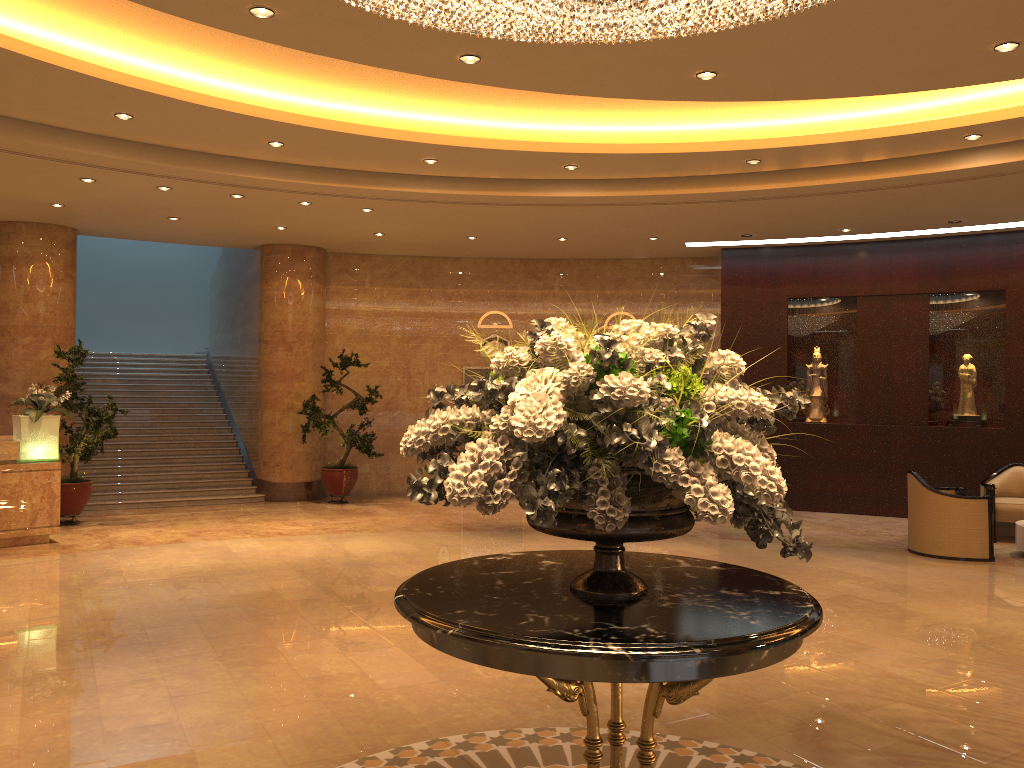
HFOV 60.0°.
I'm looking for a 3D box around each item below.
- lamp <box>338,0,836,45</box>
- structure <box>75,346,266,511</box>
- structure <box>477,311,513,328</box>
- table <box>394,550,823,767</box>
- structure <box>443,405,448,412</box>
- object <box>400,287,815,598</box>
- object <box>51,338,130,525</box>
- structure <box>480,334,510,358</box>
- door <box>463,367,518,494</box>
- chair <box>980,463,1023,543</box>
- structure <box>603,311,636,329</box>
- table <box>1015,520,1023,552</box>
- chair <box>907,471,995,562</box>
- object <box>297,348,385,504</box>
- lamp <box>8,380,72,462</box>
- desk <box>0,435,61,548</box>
[{"bbox_3d":[0.331,-2.018,3.246,3.204,1.196,3.206,1,0,9],"label":"lamp"},{"bbox_3d":[-6.522,-0.990,16.085,9.849,5.560,7.472,1,0,-28],"label":"structure"},{"bbox_3d":[-0.283,-1.088,14.928,0.600,0.293,0.010,1,0,-3],"label":"structure"},{"bbox_3d":[0.322,1.271,3.185,1.493,1.089,1.493,1,0,-34],"label":"table"},{"bbox_3d":[-1.121,0.670,14.836,0.200,0.661,0.053,1,0,-6],"label":"structure"},{"bbox_3d":[0.316,0.228,3.157,1.318,0.999,1.277,1,0,3],"label":"object"},{"bbox_3d":[-5.598,0.604,11.464,1.250,2.363,0.843,0,0,43],"label":"object"},{"bbox_3d":[-0.288,-0.641,14.928,0.504,0.405,0.012,1,0,-3],"label":"structure"},{"bbox_3d":[-0.308,0.785,14.964,1.070,2.145,0.150,1,0,-2],"label":"door"},{"bbox_3d":[6.248,1.457,10.849,0.951,0.916,0.769,1,0,22],"label":"chair"},{"bbox_3d":[1.829,-1.065,14.827,0.600,0.293,0.010,1,0,8],"label":"structure"},{"bbox_3d":[6.144,1.731,9.614,1.196,0.354,1.196,1,0,-1],"label":"table"},{"bbox_3d":[4.847,1.438,9.931,0.769,0.916,0.951,1,0,7],"label":"chair"},{"bbox_3d":[-2.600,0.645,13.524,1.250,2.363,0.843,1,0,-6],"label":"object"},{"bbox_3d":[-5.320,0.405,10.047,0.532,0.897,0.606,0,0,41],"label":"lamp"},{"bbox_3d":[-7.468,1.161,4.558,3.466,1.155,12.951,1,0,7],"label":"desk"}]
